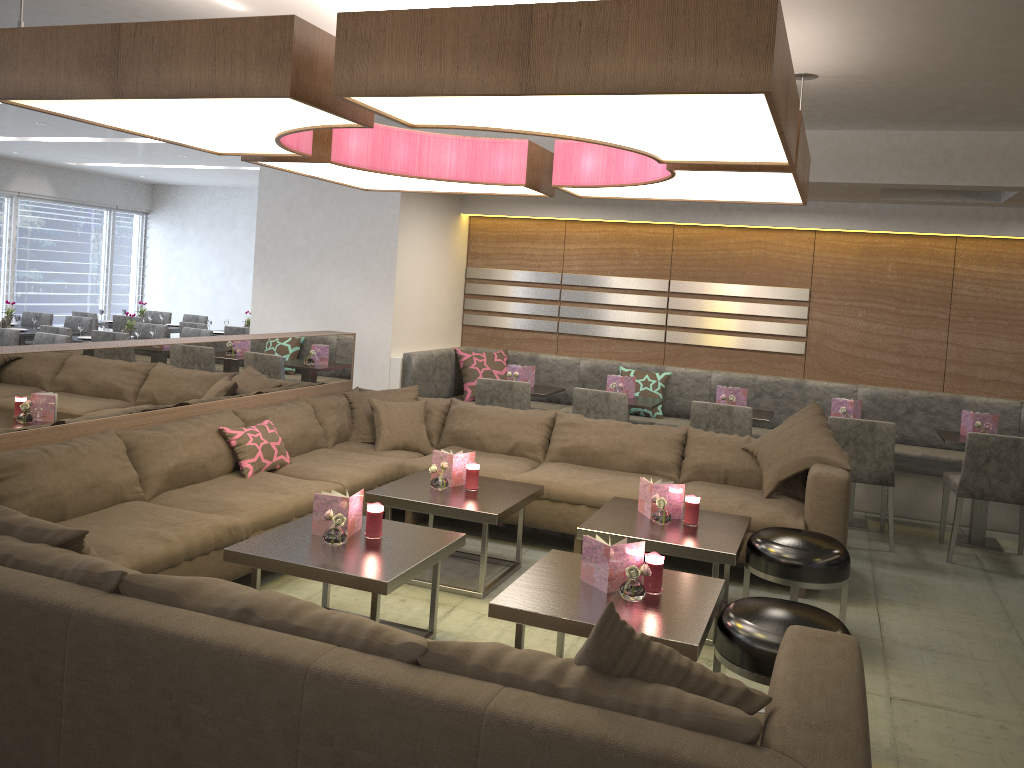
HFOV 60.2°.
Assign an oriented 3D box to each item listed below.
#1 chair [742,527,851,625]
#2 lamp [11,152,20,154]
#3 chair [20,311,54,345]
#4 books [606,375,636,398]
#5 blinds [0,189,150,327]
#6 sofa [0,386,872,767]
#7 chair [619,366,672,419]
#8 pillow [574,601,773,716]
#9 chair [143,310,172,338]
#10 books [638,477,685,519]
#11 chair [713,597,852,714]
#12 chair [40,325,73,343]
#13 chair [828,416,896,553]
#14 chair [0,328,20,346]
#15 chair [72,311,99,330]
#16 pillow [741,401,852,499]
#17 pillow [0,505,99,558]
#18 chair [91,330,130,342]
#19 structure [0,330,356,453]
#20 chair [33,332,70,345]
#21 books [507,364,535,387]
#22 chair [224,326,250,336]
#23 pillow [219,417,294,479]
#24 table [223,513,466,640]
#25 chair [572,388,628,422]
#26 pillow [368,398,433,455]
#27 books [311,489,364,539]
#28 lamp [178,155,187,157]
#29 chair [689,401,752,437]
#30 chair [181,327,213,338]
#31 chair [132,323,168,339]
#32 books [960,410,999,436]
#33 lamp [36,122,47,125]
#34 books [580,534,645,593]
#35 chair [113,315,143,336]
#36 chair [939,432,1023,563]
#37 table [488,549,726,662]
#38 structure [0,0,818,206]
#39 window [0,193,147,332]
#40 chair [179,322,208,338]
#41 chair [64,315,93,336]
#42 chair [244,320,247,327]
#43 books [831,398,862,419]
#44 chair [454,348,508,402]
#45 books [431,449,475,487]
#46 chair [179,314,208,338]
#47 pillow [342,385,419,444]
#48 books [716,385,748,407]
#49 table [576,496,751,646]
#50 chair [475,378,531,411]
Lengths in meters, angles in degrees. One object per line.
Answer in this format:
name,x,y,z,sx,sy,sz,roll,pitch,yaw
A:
chair,1.201,0.856,3.754,0.422,0.449,0.424,4,4,1
lamp,-5.596,-2.604,9.959,0.089,0.007,0.089,1,7,-25
chair,-5.142,-0.365,9.233,0.478,0.759,0.493,5,3,15
books,0.788,0.020,6.392,0.143,0.164,0.157,7,5,40
blinds,-6.040,-1.400,11.318,0.045,2.034,3.661,5,5,20
sofa,-0.266,0.647,3.721,3.186,0.673,3.778,6,7,20
chair,1.013,0.078,6.929,0.427,0.394,0.219,6,4,21
pillow,0.272,0.633,1.903,0.532,0.403,0.280,5,4,9
chair,-4.525,-0.514,10.903,0.478,0.759,0.493,5,3,15
books,0.682,0.523,4.044,0.157,0.164,0.144,3,4,-15
chair,0.855,0.939,2.816,0.423,0.449,0.424,5,4,16
chair,-3.965,-0.146,8.028,0.478,0.759,0.493,6,4,25
chair,2.108,0.568,5.457,0.478,0.759,0.493,5,4,16
chair,-4.315,-0.065,7.105,0.478,0.759,0.493,5,3,15
chair,-4.768,-0.452,10.221,0.478,0.759,0.493,6,4,25
pillow,1.486,0.342,4.609,0.623,0.511,0.299,7,4,34
pillow,-1.352,0.503,2.531,0.495,0.338,0.313,5,4,14
chair,-3.452,-0.096,7.900,0.478,0.759,0.493,5,3,15
structure,-1.857,0.300,4.318,0.224,1.003,3.785,5,6,20
chair,-3.808,-0.007,6.909,0.478,0.759,0.493,6,4,25
books,0.067,-0.061,6.658,0.143,0.164,0.157,7,5,40
chair,-2.835,-0.244,9.570,0.478,0.759,0.493,5,3,15
pillow,-1.282,0.319,4.462,0.181,0.251,0.465,5,6,15
table,-0.618,0.796,3.344,0.659,0.410,0.659,6,6,20
chair,0.656,0.405,6.006,0.478,0.759,0.493,6,4,27
pillow,-0.661,0.260,5.283,0.380,0.321,0.236,2,4,-25
books,-0.639,0.503,3.417,0.257,0.164,0.144,2,4,-16
lamp,-3.409,-2.360,9.153,0.089,0.007,0.089,1,7,-25
chair,1.370,0.485,5.736,0.478,0.759,0.493,5,4,23
chair,-3.215,-0.150,8.513,0.478,0.759,0.493,6,4,25
chair,-3.722,-0.207,8.709,0.478,0.759,0.493,5,3,15
books,2.955,0.261,5.592,0.157,0.164,0.143,4,4,0
lamp,-4.009,-2.216,7.530,0.089,0.007,0.089,1,7,-25
books,0.347,0.613,3.053,0.157,0.164,0.144,1,5,-35
chair,-4.255,-0.402,10.094,0.478,0.759,0.493,5,3,15
chair,2.811,0.649,5.177,0.478,0.759,0.493,5,4,19
table,0.334,0.902,2.993,0.659,0.410,0.659,6,6,20
structure,-0.110,-1.196,3.547,2.452,0.616,2.450,6,7,20
window,-6.143,-1.384,11.346,0.159,2.064,3.670,5,5,20
chair,-3.348,-0.294,9.697,0.478,0.759,0.493,6,4,25
chair,-4.635,-0.308,9.037,0.478,0.759,0.493,6,4,25
chair,-3.105,-0.355,10.379,0.478,0.759,0.493,5,3,15
books,2.217,0.179,5.865,0.143,0.164,0.157,7,5,40
chair,-0.213,-0.072,7.213,0.490,0.426,0.297,2,4,-27
books,-0.293,0.414,4.406,0.143,0.164,0.157,7,5,40
chair,-4.018,-0.456,10.707,0.478,0.759,0.493,6,4,25
pillow,-0.787,0.203,5.448,0.526,0.393,0.293,3,4,-11
books,1.520,0.101,6.122,0.157,0.164,0.144,3,4,-15
table,0.681,0.818,3.933,0.659,0.410,0.659,6,6,20
chair,-0.034,0.330,6.247,0.477,0.759,0.493,5,3,12
